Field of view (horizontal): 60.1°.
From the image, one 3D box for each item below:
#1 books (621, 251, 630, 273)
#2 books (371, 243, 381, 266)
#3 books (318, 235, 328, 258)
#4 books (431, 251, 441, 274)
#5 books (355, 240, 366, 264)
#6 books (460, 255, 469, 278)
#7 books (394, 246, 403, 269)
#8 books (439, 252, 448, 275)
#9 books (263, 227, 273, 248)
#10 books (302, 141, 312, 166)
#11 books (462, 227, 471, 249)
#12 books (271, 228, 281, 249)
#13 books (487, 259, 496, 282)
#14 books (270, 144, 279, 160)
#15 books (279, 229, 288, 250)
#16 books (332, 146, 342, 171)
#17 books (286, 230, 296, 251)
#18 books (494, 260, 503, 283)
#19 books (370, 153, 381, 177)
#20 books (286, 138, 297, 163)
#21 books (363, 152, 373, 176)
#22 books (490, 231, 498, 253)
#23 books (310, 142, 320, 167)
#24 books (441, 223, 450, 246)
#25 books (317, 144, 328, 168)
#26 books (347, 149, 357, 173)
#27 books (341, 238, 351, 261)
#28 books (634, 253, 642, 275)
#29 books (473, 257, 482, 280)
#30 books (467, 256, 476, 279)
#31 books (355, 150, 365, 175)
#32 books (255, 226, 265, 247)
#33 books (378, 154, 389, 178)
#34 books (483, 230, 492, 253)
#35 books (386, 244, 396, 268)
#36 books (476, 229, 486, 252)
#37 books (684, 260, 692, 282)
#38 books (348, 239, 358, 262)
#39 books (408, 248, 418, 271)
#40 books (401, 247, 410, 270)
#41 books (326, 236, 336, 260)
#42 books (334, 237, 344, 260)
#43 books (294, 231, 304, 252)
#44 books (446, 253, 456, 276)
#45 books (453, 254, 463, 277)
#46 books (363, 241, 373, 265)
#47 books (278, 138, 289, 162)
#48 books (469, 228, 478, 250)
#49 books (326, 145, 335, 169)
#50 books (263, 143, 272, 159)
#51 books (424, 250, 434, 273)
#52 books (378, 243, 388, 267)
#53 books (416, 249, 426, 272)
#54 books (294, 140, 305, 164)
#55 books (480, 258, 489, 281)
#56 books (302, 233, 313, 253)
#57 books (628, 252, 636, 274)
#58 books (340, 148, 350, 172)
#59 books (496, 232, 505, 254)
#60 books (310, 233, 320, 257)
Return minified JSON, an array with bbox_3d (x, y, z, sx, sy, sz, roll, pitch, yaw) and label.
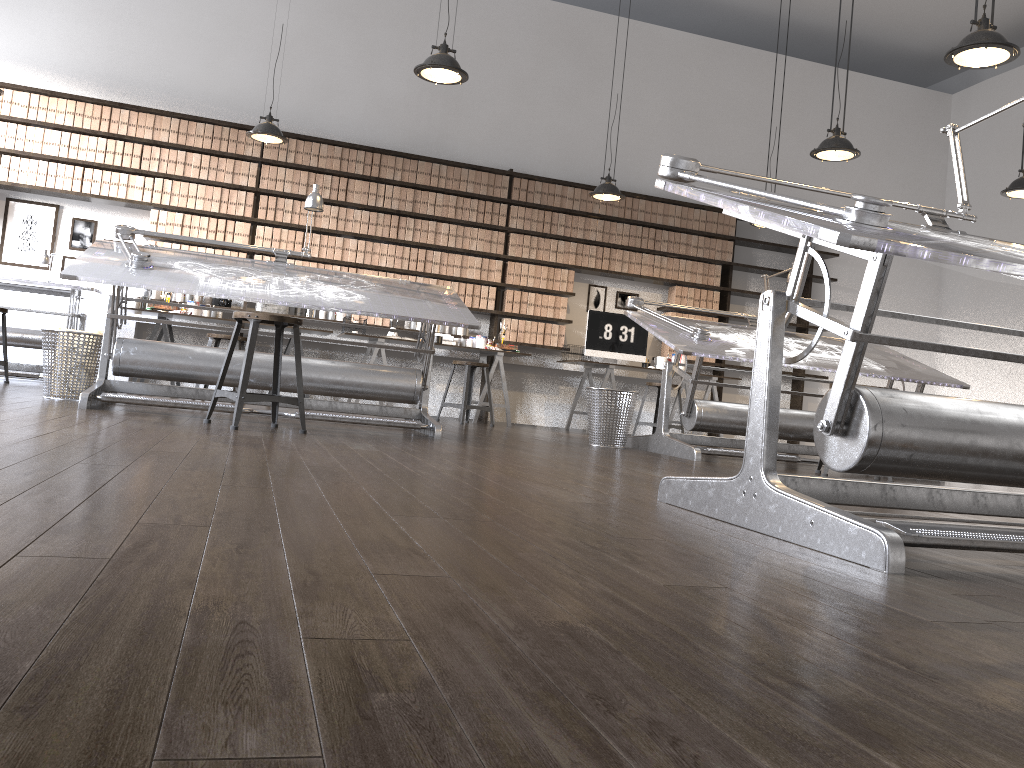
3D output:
[{"bbox_3d":[1.121,-1.231,9.000,0.066,0.226,0.174,7,-3,-17],"label":"books"},{"bbox_3d":[-1.286,-1.199,8.291,0.066,0.226,0.174,7,-3,-17],"label":"books"},{"bbox_3d":[-1.744,-1.248,8.156,0.066,0.226,0.174,7,-3,-17],"label":"books"},{"bbox_3d":[-0.737,-1.142,8.445,0.066,0.226,0.174,7,-3,-17],"label":"books"},{"bbox_3d":[-1.418,-1.213,8.246,0.067,0.226,0.174,7,-3,-16],"label":"books"},{"bbox_3d":[-0.475,-1.114,8.525,0.066,0.226,0.174,7,-3,-16],"label":"books"},{"bbox_3d":[-1.079,-1.178,8.343,0.067,0.226,0.174,7,-3,-17],"label":"books"},{"bbox_3d":[-0.671,-1.135,8.469,0.066,0.226,0.174,7,-3,-16],"label":"books"},{"bbox_3d":[-2.211,-1.297,8.013,0.066,0.226,0.174,7,-3,-17],"label":"books"},{"bbox_3d":[-1.888,-2.098,8.144,0.066,0.226,0.174,7,-3,-16],"label":"books"},{"bbox_3d":[-0.457,-1.391,8.543,0.066,0.226,0.174,7,-3,-17],"label":"books"},{"bbox_3d":[-2.142,-1.290,8.033,0.067,0.226,0.174,7,-3,-16],"label":"books"},{"bbox_3d":[-0.219,-1.087,8.602,0.066,0.226,0.174,7,-3,-16],"label":"books"},{"bbox_3d":[-2.157,-2.126,8.060,0.067,0.226,0.174,7,-3,-16],"label":"books"},{"bbox_3d":[-2.083,-1.284,8.055,0.066,0.226,0.174,7,-3,-17],"label":"books"},{"bbox_3d":[-1.627,-2.070,8.215,0.067,0.226,0.174,7,-3,-17],"label":"books"},{"bbox_3d":[-2.022,-1.277,8.075,0.066,0.226,0.174,7,-3,-16],"label":"books"},{"bbox_3d":[-0.155,-1.080,8.614,0.067,0.226,0.174,7,-3,-16],"label":"books"},{"bbox_3d":[-1.288,-2.035,8.315,0.067,0.226,0.174,7,-3,-16],"label":"books"},{"bbox_3d":[-2.020,-2.112,8.103,0.066,0.226,0.174,7,-3,-17],"label":"books"},{"bbox_3d":[-1.361,-2.042,8.299,0.066,0.226,0.174,7,-3,-17],"label":"books"},{"bbox_3d":[-0.197,-1.364,8.616,0.066,0.226,0.174,7,-3,-16],"label":"books"},{"bbox_3d":[-1.820,-2.091,8.160,0.067,0.226,0.174,7,-3,-17],"label":"books"},{"bbox_3d":[-0.659,-1.412,8.480,0.066,0.226,0.174,7,-3,-17],"label":"books"},{"bbox_3d":[-1.751,-2.083,8.182,0.066,0.226,0.174,7,-3,-16],"label":"books"},{"bbox_3d":[-1.496,-2.057,8.259,0.066,0.226,0.174,7,-3,-16],"label":"books"},{"bbox_3d":[-1.548,-1.227,8.212,0.066,0.226,0.174,7,-3,-17],"label":"books"},{"bbox_3d":[1.253,-1.217,9.041,0.066,0.226,0.174,7,-3,-16],"label":"books"},{"bbox_3d":[-0.351,-1.101,8.558,0.067,0.226,0.174,7,-3,-17],"label":"books"},{"bbox_3d":[-0.415,-1.108,8.541,0.066,0.226,0.174,7,-3,-16],"label":"books"},{"bbox_3d":[-1.428,-2.049,8.275,0.066,0.226,0.174,7,-3,-17],"label":"books"},{"bbox_3d":[-2.281,-1.304,7.996,0.066,0.226,0.174,7,-3,-17],"label":"books"},{"bbox_3d":[-1.219,-2.027,8.341,0.066,0.226,0.174,7,-3,-17],"label":"books"},{"bbox_3d":[-0.256,-1.370,8.594,0.067,0.226,0.174,7,-3,-17],"label":"books"},{"bbox_3d":[-1.148,-1.185,8.323,0.066,0.226,0.174,7,-3,-16],"label":"books"},{"bbox_3d":[-0.320,-1.377,8.576,0.066,0.226,0.174,7,-3,-16],"label":"books"},{"bbox_3d":[1.792,-1.160,9.196,0.066,0.226,0.174,7,-3,-17],"label":"books"},{"bbox_3d":[-1.488,-1.221,8.228,0.066,0.226,0.174,7,-3,-17],"label":"books"},{"bbox_3d":[-0.949,-1.164,8.389,0.066,0.226,0.174,7,-3,-17],"label":"books"},{"bbox_3d":[-1.020,-1.172,8.365,0.066,0.226,0.174,7,-3,-16],"label":"books"},{"bbox_3d":[-1.676,-1.241,8.175,0.066,0.226,0.174,7,-3,-17],"label":"books"},{"bbox_3d":[-1.610,-1.234,8.189,0.067,0.226,0.174,7,-3,-16],"label":"books"},{"bbox_3d":[-1.949,-1.269,8.090,0.067,0.226,0.174,7,-3,-17],"label":"books"},{"bbox_3d":[-0.603,-1.128,8.489,0.066,0.226,0.174,7,-3,-16],"label":"books"},{"bbox_3d":[-0.537,-1.121,8.502,0.067,0.226,0.174,7,-3,-17],"label":"books"},{"bbox_3d":[-1.352,-1.206,8.269,0.066,0.226,0.174,7,-3,-17],"label":"books"},{"bbox_3d":[-2.088,-2.119,8.080,0.066,0.226,0.174,7,-3,-17],"label":"books"},{"bbox_3d":[-0.390,-1.384,8.559,0.066,0.226,0.174,7,-3,-16],"label":"books"},{"bbox_3d":[-1.692,-2.077,8.201,0.066,0.226,0.174,7,-3,-16],"label":"books"},{"bbox_3d":[-2.219,-2.133,8.046,0.066,0.226,0.174,7,-3,-17],"label":"books"},{"bbox_3d":[-0.806,-1.149,8.430,0.066,0.226,0.174,7,-3,-17],"label":"books"},{"bbox_3d":[-1.218,-1.192,8.306,0.066,0.226,0.174,7,-3,-16],"label":"books"},{"bbox_3d":[-0.876,-1.156,8.404,0.067,0.226,0.174,7,-3,-16],"label":"books"},{"bbox_3d":[-1.955,-2.105,8.127,0.066,0.226,0.174,7,-3,-16],"label":"books"},{"bbox_3d":[-0.285,-1.094,8.581,0.066,0.226,0.174,7,-3,-16],"label":"books"},{"bbox_3d":[-1.879,-1.262,8.117,0.066,0.226,0.174,7,-3,-16],"label":"books"},{"bbox_3d":[1.186,-1.224,9.023,0.066,0.226,0.174,7,-3,-16],"label":"books"},{"bbox_3d":[-1.564,-2.064,8.240,0.066,0.226,0.174,7,-3,-16],"label":"books"},{"bbox_3d":[-0.131,-1.357,8.636,0.066,0.226,0.174,7,-3,-16],"label":"books"},{"bbox_3d":[-1.810,-1.255,8.132,0.066,0.226,0.174,7,-3,-16],"label":"books"}]
